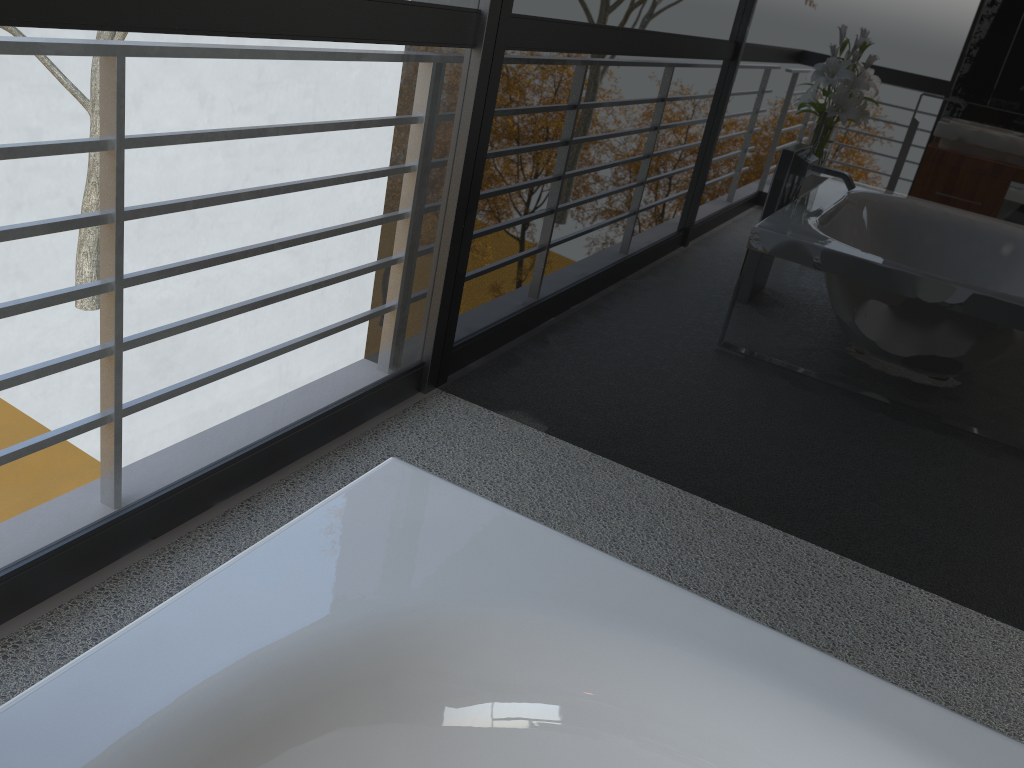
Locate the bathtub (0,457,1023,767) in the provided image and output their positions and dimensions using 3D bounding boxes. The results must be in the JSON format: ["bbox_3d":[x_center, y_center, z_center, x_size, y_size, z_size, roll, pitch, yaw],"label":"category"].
[{"bbox_3d":[-0.094,0.847,0.366,1.329,0.502,1.963,22,26,21],"label":"bathtub"}]
